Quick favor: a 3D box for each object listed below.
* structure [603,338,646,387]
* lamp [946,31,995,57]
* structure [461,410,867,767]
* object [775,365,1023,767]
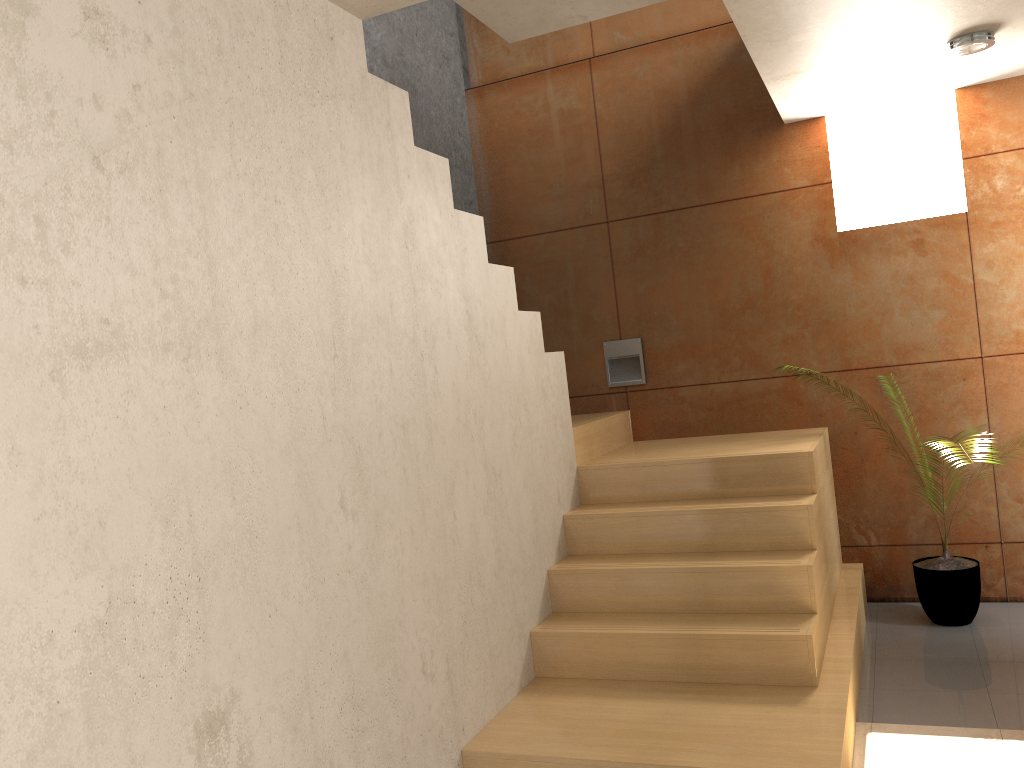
[{"bbox_3d":[0.653,-0.123,5.073,0.220,0.260,0.096,-6,1,23],"label":"structure"},{"bbox_3d":[1.852,-1.375,3.584,0.173,0.044,0.173,-6,1,28],"label":"lamp"},{"bbox_3d":[0.426,0.751,3.886,1.950,1.110,2.400,-6,1,23],"label":"structure"},{"bbox_3d":[0.608,0.754,1.959,4.200,1.455,6.200,-6,1,23],"label":"object"}]
